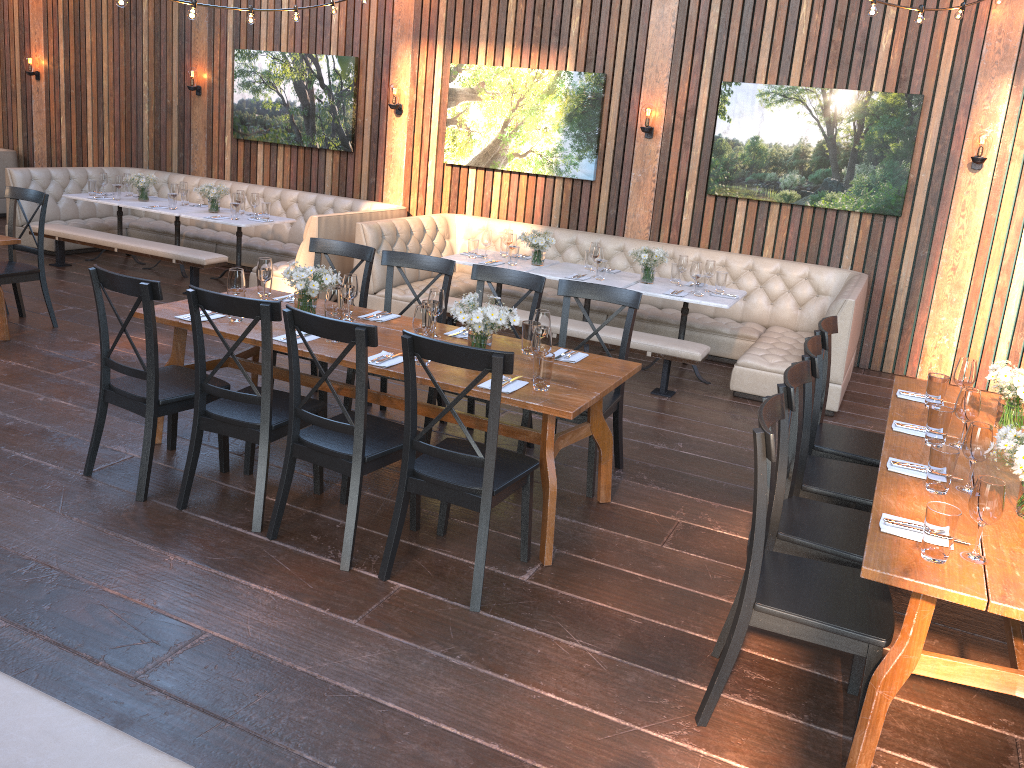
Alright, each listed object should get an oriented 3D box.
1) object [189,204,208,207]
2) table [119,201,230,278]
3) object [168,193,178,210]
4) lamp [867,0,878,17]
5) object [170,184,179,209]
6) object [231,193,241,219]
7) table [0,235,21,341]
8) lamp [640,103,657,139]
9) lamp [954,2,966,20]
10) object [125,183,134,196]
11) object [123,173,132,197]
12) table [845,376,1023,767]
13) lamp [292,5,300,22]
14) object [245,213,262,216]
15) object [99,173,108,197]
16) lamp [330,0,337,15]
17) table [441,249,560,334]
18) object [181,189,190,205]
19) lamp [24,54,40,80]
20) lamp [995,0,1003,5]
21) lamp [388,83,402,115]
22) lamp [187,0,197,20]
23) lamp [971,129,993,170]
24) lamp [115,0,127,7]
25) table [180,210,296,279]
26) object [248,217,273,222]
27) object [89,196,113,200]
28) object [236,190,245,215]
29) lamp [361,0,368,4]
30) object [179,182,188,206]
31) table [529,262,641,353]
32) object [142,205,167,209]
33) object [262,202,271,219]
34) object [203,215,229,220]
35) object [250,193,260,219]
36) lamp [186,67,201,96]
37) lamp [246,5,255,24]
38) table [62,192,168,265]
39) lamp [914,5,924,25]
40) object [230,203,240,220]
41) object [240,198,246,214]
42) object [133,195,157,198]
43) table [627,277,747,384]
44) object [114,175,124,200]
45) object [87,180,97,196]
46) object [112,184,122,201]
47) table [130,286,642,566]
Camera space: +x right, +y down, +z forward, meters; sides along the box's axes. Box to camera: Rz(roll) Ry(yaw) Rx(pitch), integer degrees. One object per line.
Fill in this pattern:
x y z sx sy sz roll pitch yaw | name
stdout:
-3.268 -1.873 9.271 0.158 0.018 0.258 12 18 23 | object
-3.458 -1.496 9.143 0.802 0.662 0.807 12 17 23 | table
-3.377 -1.815 8.803 0.092 0.156 0.093 8 14 10 | object
2.089 -2.185 5.116 0.056 0.119 0.057 -3 16 -31 | lamp
-3.395 -1.889 8.898 0.092 0.241 0.094 1 14 -18 | object
-2.675 -1.729 8.585 0.093 0.241 0.093 12 15 26 | object
-4.752 -0.800 6.311 2.442 0.719 0.961 12 17 23 | table
1.250 -2.419 8.130 0.147 0.315 0.180 11 15 23 | lamp
3.130 -2.602 6.177 0.056 0.116 0.067 -5 17 -36 | lamp
-4.148 -2.122 9.592 0.092 0.156 0.093 8 14 10 | object
-4.122 -2.130 9.478 0.092 0.241 0.094 1 14 -18 | object
1.879 0.675 3.429 0.955 0.719 2.459 12 18 23 | table
-1.621 -2.783 6.648 0.056 0.119 0.057 -5 17 -37 | lamp
-2.591 -1.722 8.975 0.158 0.018 0.258 12 18 23 | object
-4.301 -2.098 9.318 0.092 0.241 0.094 1 14 -18 | object
-1.483 -3.123 7.338 0.071 0.114 0.057 -8 19 -42 | lamp
-0.119 -0.749 7.678 0.802 0.662 0.808 12 16 22 | table
-3.426 -1.960 9.275 0.092 0.156 0.093 8 14 10 | object
-6.188 -4.082 11.393 0.147 0.315 0.180 11 15 23 | lamp
3.664 -2.908 6.650 0.065 0.116 0.057 1 14 -16 | lamp
-1.215 -2.970 9.211 0.147 0.315 0.180 11 15 23 | lamp
-1.889 -2.212 5.222 0.057 0.119 0.056 18 18 41 | lamp
3.730 -1.864 7.042 0.147 0.315 0.180 11 15 23 | lamp
-1.984 -1.975 4.493 0.057 0.118 0.057 13 16 28 | lamp
-2.722 -1.331 8.820 0.802 0.662 0.808 12 16 22 | table
-2.464 -1.603 8.616 0.256 0.018 0.159 13 18 23 | object
-4.241 -1.927 9.151 0.158 0.018 0.258 12 18 23 | object
-2.723 -1.817 8.865 0.092 0.241 0.094 1 14 -18 | object
-1.336 -3.500 8.008 0.061 0.117 0.057 -8 19 -42 | lamp
-3.400 -1.968 9.161 0.092 0.241 0.094 1 14 -18 | object
0.617 -0.585 7.355 0.802 0.662 0.807 12 17 23 | table
-3.548 -1.770 8.838 0.158 0.018 0.258 12 18 23 | object
-2.435 -1.715 8.761 0.092 0.156 0.093 -3 16 -29 | object
-2.828 -1.610 8.526 0.158 0.018 0.258 12 18 23 | object
-2.537 -1.759 8.728 0.092 0.241 0.094 1 14 -18 | object
-3.712 -3.528 10.307 0.147 0.315 0.180 11 15 23 | lamp
-1.753 -2.479 5.941 0.056 0.119 0.057 8 14 11 | lamp
-4.194 -1.660 9.466 0.802 0.662 0.808 12 16 22 | table
2.610 -2.361 5.657 0.057 0.119 0.057 16 18 38 | lamp
-2.657 -1.655 8.491 0.092 0.156 0.093 8 14 10 | object
-2.749 -1.809 8.978 0.092 0.156 0.093 8 14 10 | object
-3.990 -2.034 9.588 0.158 0.018 0.258 12 18 23 | object
1.353 -0.420 7.032 0.802 0.662 0.808 12 16 22 | table
-4.089 -2.047 9.211 0.092 0.241 0.094 1 14 -18 | object
-4.412 -2.060 9.304 0.092 0.156 0.093 8 14 10 | object
-4.071 -1.973 9.116 0.092 0.156 0.093 8 14 10 | object
-0.684 0.109 4.526 2.442 0.719 0.961 12 17 23 | table
